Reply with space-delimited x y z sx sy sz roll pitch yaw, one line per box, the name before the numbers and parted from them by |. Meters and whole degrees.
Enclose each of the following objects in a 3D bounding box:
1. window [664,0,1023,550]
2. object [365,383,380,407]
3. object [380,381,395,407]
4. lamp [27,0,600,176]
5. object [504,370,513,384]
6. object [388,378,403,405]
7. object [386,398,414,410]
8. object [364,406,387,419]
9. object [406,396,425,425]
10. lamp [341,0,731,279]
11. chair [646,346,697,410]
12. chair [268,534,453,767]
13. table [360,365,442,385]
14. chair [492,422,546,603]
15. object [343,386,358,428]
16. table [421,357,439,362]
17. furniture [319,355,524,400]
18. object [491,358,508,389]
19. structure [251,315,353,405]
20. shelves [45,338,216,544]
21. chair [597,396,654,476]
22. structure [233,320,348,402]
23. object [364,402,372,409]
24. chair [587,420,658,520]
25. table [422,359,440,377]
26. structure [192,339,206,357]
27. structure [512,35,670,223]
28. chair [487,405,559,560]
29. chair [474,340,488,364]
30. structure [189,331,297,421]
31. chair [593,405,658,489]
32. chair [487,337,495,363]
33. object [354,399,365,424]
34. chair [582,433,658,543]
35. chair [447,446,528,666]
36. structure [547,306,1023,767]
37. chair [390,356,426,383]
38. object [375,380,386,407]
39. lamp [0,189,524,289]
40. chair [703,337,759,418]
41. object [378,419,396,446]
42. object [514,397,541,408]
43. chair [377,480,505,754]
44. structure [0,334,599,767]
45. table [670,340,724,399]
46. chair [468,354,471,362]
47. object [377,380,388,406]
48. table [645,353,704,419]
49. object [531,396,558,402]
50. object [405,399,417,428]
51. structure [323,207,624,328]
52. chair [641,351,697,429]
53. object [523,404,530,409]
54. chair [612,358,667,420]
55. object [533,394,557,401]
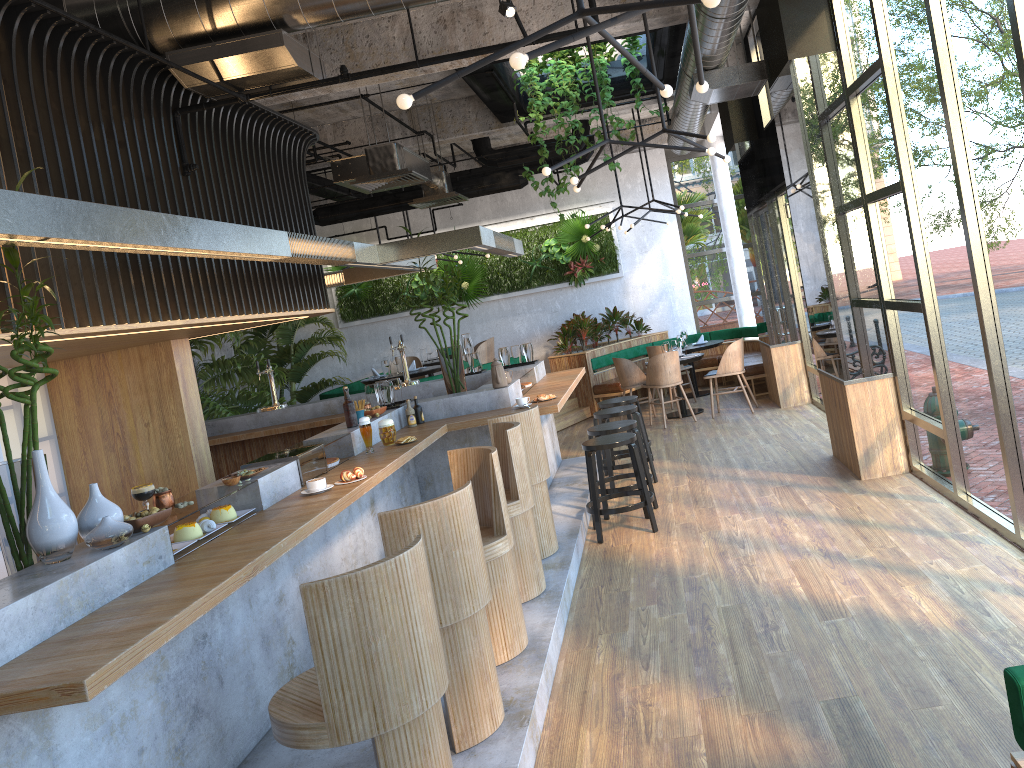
window | 0.291 -1.944 4.799 4.100 6.474 20.633 -10 4 9
object | -1.066 0.106 6.822 0.111 0.208 0.100 -12 2 -39
object | -0.953 0.085 6.823 0.111 0.208 0.100 -12 2 -39
lamp | -0.763 -1.813 0.276 3.763 1.527 10.140 -10 5 6
object | -0.046 -0.058 7.089 0.097 0.119 0.089 -10 3 15
object | -0.922 0.060 7.052 0.111 0.208 0.100 -12 2 -39
object | -0.953 0.172 6.943 0.270 0.018 0.443 -10 5 8
object | -1.012 0.204 6.343 0.187 0.073 0.235 -8 5 27
object | -0.744 0.205 6.719 0.067 0.214 0.172 -9 3 33
lamp | -1.082 -1.961 4.627 5.038 1.818 19.153 -10 5 9
chair | 2.242 -0.132 12.679 0.588 0.921 0.472 -12 3 -39
chair | -0.473 1.019 2.821 0.533 0.966 0.564 -10 2 17
table | -1.322 0.226 11.410 1.119 0.748 1.085 -11 4 -8
chair | -0.135 0.756 5.194 0.576 0.966 0.520 -12 2 -33
object | -1.087 0.152 5.918 0.071 0.276 0.079 -9 2 43
table | -1.005 -0.086 14.382 0.797 0.744 0.805 -10 3 4
furniture | -1.632 0.435 12.552 2.859 1.133 4.575 -13 5 -28
object | -0.106 -0.087 6.890 0.123 0.233 0.206 -11 3 -24
structure | -3.442 -0.506 14.225 1.894 3.247 1.632 -10 2 4
shelves | -3.061 0.714 7.263 1.103 2.050 0.283 -10 1 4
chair | 1.118 0.500 8.902 0.498 0.694 0.533 -10 3 20
structure | -3.690 -0.534 13.840 1.408 3.351 2.094 -10 2 22
object | -1.043 0.175 6.554 0.162 0.106 0.086 -13 4 -38
chair | 0.880 0.681 7.284 0.519 0.694 0.512 -11 2 -3
table | -1.174 0.042 13.231 0.797 0.744 0.805 -10 3 4
structure | -4.228 0.028 10.079 1.340 2.969 1.539 -10 2 15
structure | 0.460 -2.958 9.789 1.526 2.340 3.145 -8 4 43
chair | -0.009 0.668 5.962 0.577 0.966 0.519 -12 3 -36
chair | -0.558 -0.150 13.227 0.573 0.921 0.485 -11 2 -14
structure | -3.811 -0.219 10.486 2.036 3.124 2.987 -10 3 19
chair | 1.014 0.580 8.191 0.521 0.694 0.510 -11 2 -5
chair | -0.474 -0.263 14.377 0.552 0.921 0.503 -10 2 6
object | -1.048 0.188 6.086 0.102 0.161 0.108 -8 3 41
chair | 0.784 0.753 6.637 0.514 0.694 0.517 -10 2 2
chair | -0.258 0.848 4.380 0.523 0.966 0.573 -9 2 30
structure | -0.357 0.679 4.910 5.973 1.544 20.380 -10 5 9
chair | -1.378 0.094 12.103 0.511 0.921 0.543 -11 2 -13
object | -1.026 0.078 7.070 0.111 0.208 0.100 -12 2 -39
lamp | -2.679 -1.613 5.711 4.977 2.126 6.773 -10 4 2
chair | 2.714 -0.088 11.138 0.538 0.921 0.516 -10 2 21
object | -0.819 0.317 5.818 0.111 0.171 0.137 -10 3 1
object | 0.183 0.111 6.685 0.173 0.072 0.439 -7 6 42
chair | -0.353 0.929 3.630 0.567 0.966 0.530 -11 2 -18
structure | -2.583 0.903 5.937 5.796 1.725 7.217 -10 5 7
table | 2.720 -0.197 13.402 1.148 0.748 1.056 -12 4 -25
chair | -0.706 -0.013 11.922 0.473 0.921 0.586 -9 3 37
object | -0.996 0.083 6.947 0.100 0.208 0.111 -9 3 41
table | 2.214 0.032 11.751 0.797 0.744 0.805 -10 3 4
object | 0.250 0.118 6.818 0.195 0.013 0.217 -6 6 42
object | -0.763 0.218 6.647 0.073 0.209 0.067 -11 2 -26
structure | -0.665 -1.979 14.831 5.029 1.489 0.817 -10 2 2
chair | 1.946 0.048 11.183 0.511 0.921 0.543 -11 2 -13
object | 0.111 0.163 6.490 0.030 0.027 0.132 -11 5 -14
chair | 1.662 0.056 11.695 0.573 0.921 0.485 -11 2 -14
object | 0.243 0.099 6.825 0.162 0.052 0.155 -14 6 -39
